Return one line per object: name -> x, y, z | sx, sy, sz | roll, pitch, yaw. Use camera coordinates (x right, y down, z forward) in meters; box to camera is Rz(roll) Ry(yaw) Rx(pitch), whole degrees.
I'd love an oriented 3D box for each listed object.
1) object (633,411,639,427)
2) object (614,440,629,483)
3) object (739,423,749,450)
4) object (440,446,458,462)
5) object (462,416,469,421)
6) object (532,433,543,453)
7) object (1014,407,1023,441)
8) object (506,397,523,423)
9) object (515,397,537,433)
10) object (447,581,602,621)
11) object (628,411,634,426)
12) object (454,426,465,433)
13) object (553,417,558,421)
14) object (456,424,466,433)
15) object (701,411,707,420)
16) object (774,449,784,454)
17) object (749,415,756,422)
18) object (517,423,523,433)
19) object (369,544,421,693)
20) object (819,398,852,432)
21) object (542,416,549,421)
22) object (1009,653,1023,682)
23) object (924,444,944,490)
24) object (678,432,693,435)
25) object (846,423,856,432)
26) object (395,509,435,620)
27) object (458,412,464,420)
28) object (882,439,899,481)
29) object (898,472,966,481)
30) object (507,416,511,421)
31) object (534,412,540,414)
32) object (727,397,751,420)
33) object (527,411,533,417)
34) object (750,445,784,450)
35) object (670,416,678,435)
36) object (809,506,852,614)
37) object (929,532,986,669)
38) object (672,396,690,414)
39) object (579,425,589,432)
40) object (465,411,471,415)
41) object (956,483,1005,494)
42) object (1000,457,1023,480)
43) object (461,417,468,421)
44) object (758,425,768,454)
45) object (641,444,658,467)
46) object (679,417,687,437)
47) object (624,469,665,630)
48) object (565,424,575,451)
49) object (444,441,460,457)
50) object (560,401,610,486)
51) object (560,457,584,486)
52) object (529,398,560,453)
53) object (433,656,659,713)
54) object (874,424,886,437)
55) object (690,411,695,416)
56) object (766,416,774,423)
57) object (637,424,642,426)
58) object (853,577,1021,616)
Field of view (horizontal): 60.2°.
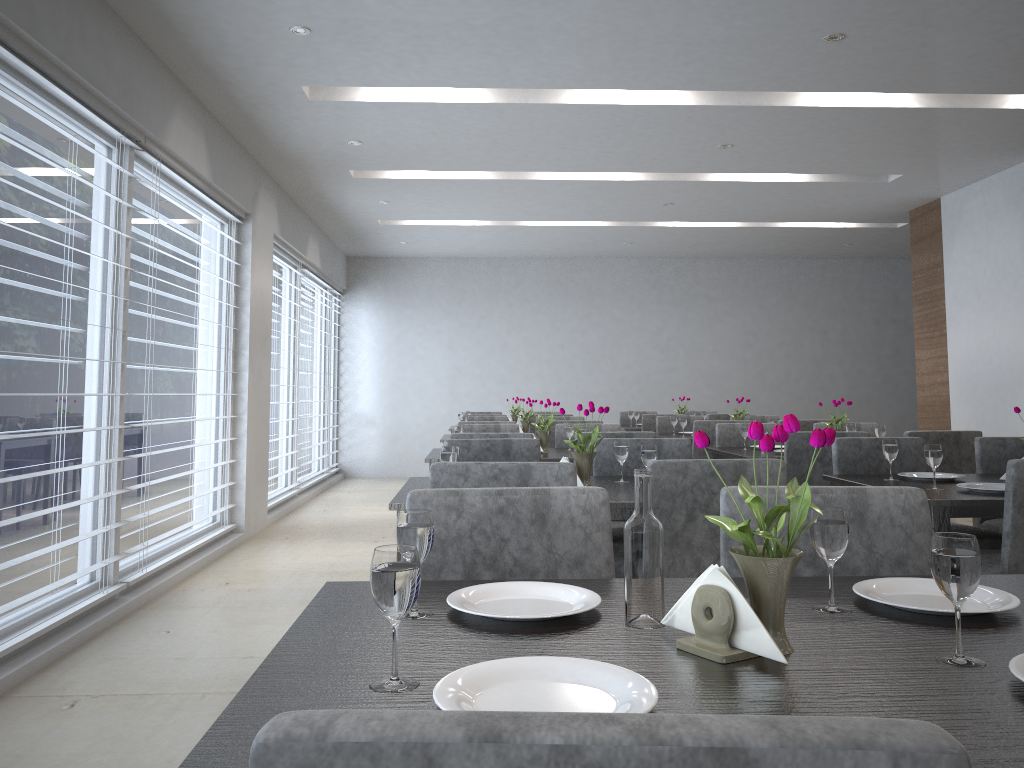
object -> 1.115, 0.316, 7.915 | 0.053, 0.140, 0.053 | 4, -6, -44
object -> 0.373, 0.263, 3.010 | 0.053, 0.140, 0.053 | -4, -6, 40
object -> 1.242, 0.281, 4.718 | 0.053, 0.140, 0.053 | 4, -6, -44
object -> -0.192, 0.261, 2.696 | 0.053, 0.140, 0.053 | 4, -6, -44
object -> -0.339, 0.302, 6.376 | 0.053, 0.140, 0.053 | 4, -6, -44
object -> 0.104, 0.300, 4.505 | 0.070, 0.100, 0.202 | 2, -3, -32
object -> 1.752, 0.191, 2.896 | 0.154, 0.278, 0.103 | 0, -5, -5
object -> 0.030, 0.251, 7.994 | 0.154, 0.278, 0.103 | 0, -5, -5
object -> 0.100, 0.231, 6.222 | 0.154, 0.278, 0.103 | 0, -5, -5
object -> 0.017, 0.307, 1.238 | 0.217, 0.015, 0.216 | 0, -1, -24
object -> 1.103, 0.320, 8.206 | 0.053, 0.140, 0.053 | 4, -6, -44
object -> -0.259, 0.280, 4.384 | 0.053, 0.140, 0.053 | -4, -6, 40
object -> 0.296, 0.299, 6.161 | 0.053, 0.140, 0.053 | 4, -6, -44
object -> -0.271, 0.283, 4.675 | 0.053, 0.140, 0.053 | -4, -6, 40
object -> 1.738, 0.316, 7.992 | 0.053, 0.140, 0.053 | 4, -6, -44
object -> 1.411, 0.339, 4.385 | 0.217, 0.015, 0.216 | 0, -1, -2
object -> 1.752, 0.299, 6.435 | 0.053, 0.140, 0.053 | 4, -6, -44
object -> 0.036, 0.319, 6.207 | 0.070, 0.100, 0.202 | 2, -3, -32
object -> -0.121, 0.241, 0.919 | 0.053, 0.140, 0.053 | 4, -6, -44
object -> 1.685, 0.209, 4.580 | 0.154, 0.278, 0.103 | 0, -5, -5
object -> 0.238, 0.301, 6.398 | 0.053, 0.140, 0.053 | 4, -6, -44
object -> 0.617, 0.301, 0.877 | 0.217, 0.015, 0.216 | 0, -1, -24
object -> 1.320, 0.259, 2.765 | 0.053, 0.140, 0.053 | 4, -6, -44
object -> 1.328, 0.362, 6.471 | 0.216, 0.015, 0.216 | 0, -1, -22
object -> 1.819, 0.280, 4.741 | 0.053, 0.140, 0.053 | 4, -6, -44
object -> -0.133, 0.245, 1.210 | 0.053, 0.140, 0.053 | 4, -6, -44
object -> -0.456, 0.319, 7.851 | 0.053, 0.140, 0.053 | 4, -6, -44
object -> 1.308, 0.262, 3.056 | 0.053, 0.140, 0.053 | 4, -6, -44
object -> 1.463, 0.324, 3.084 | 0.217, 0.015, 0.216 | 0, -1, -2
object -> -0.034, 0.339, 7.979 | 0.070, 0.100, 0.202 | 2, -3, -32
object -> 0.225, 0.318, 7.932 | 0.053, 0.140, 0.053 | 4, -6, -44
object -> 1.617, 0.228, 6.282 | 0.154, 0.278, 0.103 | 0, -5, -5
object -> 0.168, 0.321, 8.169 | 0.053, 0.140, 0.053 | 4, -6, -44
object -> 1.396, 0.343, 4.769 | 0.216, 0.015, 0.216 | -1, -1, 44
object -> 1.175, 0.300, 6.412 | 0.053, 0.140, 0.053 | 4, -6, -44
object -> 0.444, 0.244, 1.233 | 0.053, 0.140, 0.053 | 4, -6, -44
object -> 0.501, 0.241, 0.996 | 0.053, 0.140, 0.053 | 4, -6, -44
object -> 1.547, 0.248, 8.054 | 0.154, 0.278, 0.103 | 0, -5, -5
object -> 0.363, 0.280, 4.460 | 0.053, 0.140, 0.053 | -4, -6, 40
object -> -0.409, 0.322, 8.146 | 0.053, 0.140, 0.053 | 4, -6, -44
object -> 1.478, 0.320, 2.701 | 0.217, 0.015, 0.216 | 0, -1, -2
object -> 1.688, 0.279, 2.881 | 0.070, 0.100, 0.202 | 2, -3, -32
object -> -0.327, 0.299, 6.085 | 0.053, 0.140, 0.053 | 4, -6, -44
object -> 1.254, 0.277, 4.427 | 0.053, 0.140, 0.053 | -4, -6, 40
object -> 0.431, 0.261, 2.773 | 0.053, 0.140, 0.053 | 4, -6, -44
object -> 1.186, 0.296, 6.122 | 0.053, 0.140, 0.053 | 4, -6, -44
object -> 0.173, 0.214, 1.160 | 0.052, 0.202, 0.052 | 4, -6, -38
object -> 0.306, 0.282, 4.697 | 0.053, 0.140, 0.053 | -4, -6, 40
object -> -0.204, 0.264, 2.987 | 0.053, 0.140, 0.053 | -4, -6, 40
object -> 0.235, 0.193, 2.835 | 0.154, 0.278, 0.103 | 0, -5, -5
object -> 0.171, 0.281, 2.820 | 0.070, 0.100, 0.202 | 2, -3, -32
object -> 0.168, 0.212, 4.520 | 0.154, 0.278, 0.103 | 0, -5, -5
object -> 0.032, 0.302, 0.854 | 0.217, 0.015, 0.216 | 0, -1, -24
object -> 1.876, 0.277, 4.504 | 0.053, 0.140, 0.053 | 4, -6, -44
object -> 1.680, 0.319, 8.229 | 0.053, 0.140, 0.053 | 4, -6, -44
object -> 1.809, 0.296, 6.198 | 0.053, 0.140, 0.053 | 4, -6, -44
object -> 1.258, 0.382, 8.243 | 0.216, 0.015, 0.216 | 0, -1, 13
object -> 0.602, 0.306, 1.261 | 0.217, 0.015, 0.216 | 0, -1, -24
